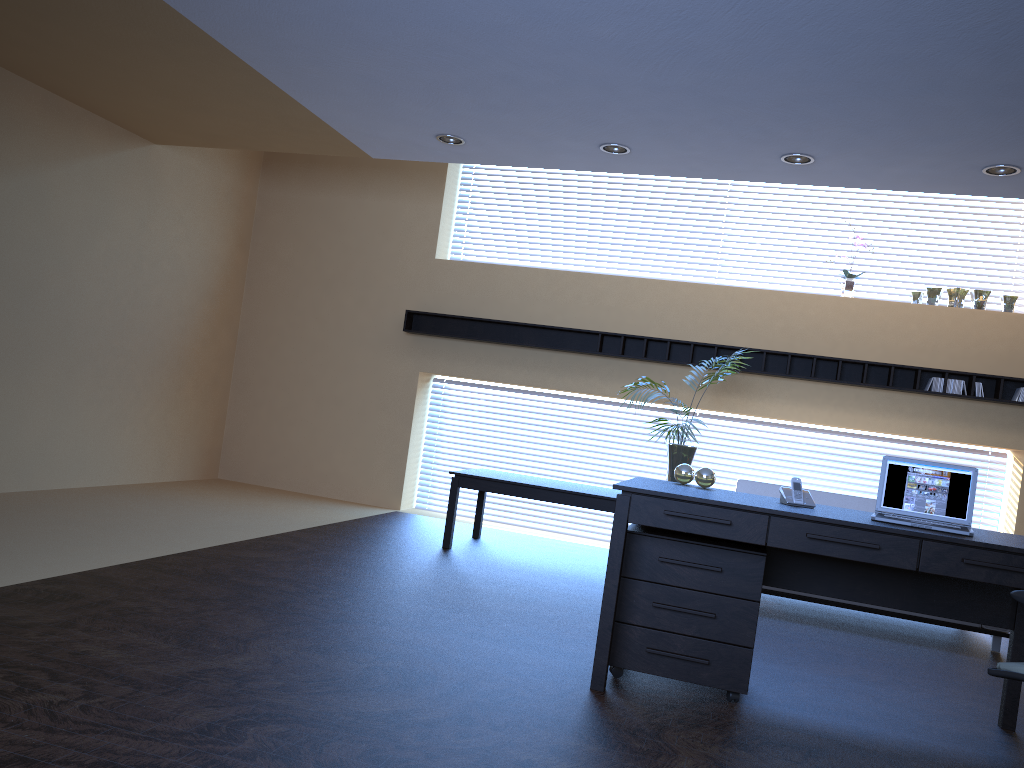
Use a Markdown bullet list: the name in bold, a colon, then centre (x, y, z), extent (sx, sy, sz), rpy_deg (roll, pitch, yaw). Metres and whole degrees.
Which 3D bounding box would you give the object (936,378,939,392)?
- **object**: centre (3.584, 0.011, 7.496), extent (0.009, 0.120, 0.142), rpy_deg (8, -1, 16)

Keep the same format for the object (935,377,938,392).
- **object**: centre (3.574, 0.009, 7.498), extent (0.009, 0.120, 0.142), rpy_deg (8, -1, 15)

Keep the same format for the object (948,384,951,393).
- **object**: centre (3.678, 0.023, 7.478), extent (0.009, 0.120, 0.142), rpy_deg (8, -1, 15)

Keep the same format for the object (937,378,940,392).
- **object**: centre (3.594, 0.012, 7.494), extent (0.006, 0.118, 0.140), rpy_deg (8, -1, 16)

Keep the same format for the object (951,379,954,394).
- **object**: centre (3.696, 0.025, 7.463), extent (0.009, 0.120, 0.142), rpy_deg (8, -1, 15)

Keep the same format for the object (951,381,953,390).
- **object**: centre (3.694, 0.025, 7.461), extent (0.009, 0.124, 0.142), rpy_deg (8, -1, 15)

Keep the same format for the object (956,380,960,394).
- **object**: centre (3.735, 0.030, 7.454), extent (0.009, 0.120, 0.142), rpy_deg (8, -1, 15)

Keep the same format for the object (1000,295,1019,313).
- **object**: centre (4.225, -0.671, 7.549), extent (0.124, 0.149, 0.118), rpy_deg (8, -1, 16)

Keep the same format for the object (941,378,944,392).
- **object**: centre (3.623, 0.016, 7.488), extent (0.006, 0.118, 0.140), rpy_deg (8, -1, 15)

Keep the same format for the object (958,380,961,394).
- **object**: centre (3.744, 0.031, 7.450), extent (0.009, 0.120, 0.142), rpy_deg (8, -1, 15)

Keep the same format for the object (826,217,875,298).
- **object**: centre (3.063, -1.099, 7.884), extent (0.437, 0.695, 0.351), rpy_deg (8, 0, -5)

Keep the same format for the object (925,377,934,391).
- **object**: centre (3.531, 0.005, 7.511), extent (0.040, 0.118, 0.142), rpy_deg (8, -1, 15)

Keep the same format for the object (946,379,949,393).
- **object**: centre (3.657, 0.020, 7.479), extent (0.009, 0.120, 0.142), rpy_deg (8, -1, 15)

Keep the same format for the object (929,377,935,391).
- **object**: centre (3.555, 0.007, 7.504), extent (0.009, 0.120, 0.142), rpy_deg (8, -1, 16)

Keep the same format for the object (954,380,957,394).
- **object**: centre (3.716, 0.028, 7.457), extent (0.006, 0.118, 0.140), rpy_deg (8, -1, 15)

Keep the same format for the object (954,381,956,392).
- **object**: centre (3.716, 0.028, 7.460), extent (0.009, 0.120, 0.142), rpy_deg (8, -1, 15)

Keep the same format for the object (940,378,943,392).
- **object**: centre (3.613, 0.015, 7.490), extent (0.006, 0.118, 0.140), rpy_deg (8, -1, 15)

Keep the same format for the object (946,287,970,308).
- **object**: centre (3.838, -0.734, 7.659), extent (0.144, 0.173, 0.137), rpy_deg (8, -1, -24)

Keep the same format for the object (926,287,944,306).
- **object**: centre (3.665, -0.749, 7.703), extent (0.132, 0.160, 0.126), rpy_deg (7, -1, 36)

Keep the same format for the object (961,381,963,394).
- **object**: centre (3.766, 0.034, 7.450), extent (0.006, 0.118, 0.140), rpy_deg (8, -1, 15)

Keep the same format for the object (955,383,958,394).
- **object**: centre (3.725, 0.029, 7.457), extent (0.009, 0.120, 0.142), rpy_deg (8, -1, 15)

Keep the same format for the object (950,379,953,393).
- **object**: centre (3.687, 0.024, 7.471), extent (0.006, 0.118, 0.140), rpy_deg (8, -1, 15)

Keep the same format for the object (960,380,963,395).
- **object**: centre (3.766, 0.035, 7.453), extent (0.009, 0.120, 0.142), rpy_deg (8, -1, 15)

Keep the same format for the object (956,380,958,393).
- **object**: centre (3.725, 0.029, 7.455), extent (0.006, 0.118, 0.140), rpy_deg (8, -1, 15)

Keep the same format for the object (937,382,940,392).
- **object**: centre (3.595, 0.012, 7.497), extent (0.009, 0.120, 0.142), rpy_deg (8, -1, 15)

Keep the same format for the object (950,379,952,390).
- **object**: centre (3.687, 0.024, 7.474), extent (0.009, 0.120, 0.142), rpy_deg (8, -1, 15)

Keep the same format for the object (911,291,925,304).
- **object**: centre (3.537, -0.743, 7.738), extent (0.094, 0.113, 0.089), rpy_deg (9, -1, -39)

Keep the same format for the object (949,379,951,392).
- **object**: centre (3.678, 0.023, 7.476), extent (0.006, 0.118, 0.140), rpy_deg (8, -1, 15)

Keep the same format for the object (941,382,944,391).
- **object**: centre (3.625, 0.016, 7.493), extent (0.009, 0.120, 0.142), rpy_deg (8, -1, 15)

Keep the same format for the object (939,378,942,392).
- **object**: centre (3.605, 0.014, 7.498), extent (0.009, 0.120, 0.142), rpy_deg (8, -1, 15)

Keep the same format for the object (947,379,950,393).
- **object**: centre (3.667, 0.021, 7.475), extent (0.009, 0.120, 0.142), rpy_deg (8, -1, 15)

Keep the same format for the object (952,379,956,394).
- **object**: centre (3.705, 0.026, 7.458), extent (0.009, 0.120, 0.142), rpy_deg (8, -1, 16)

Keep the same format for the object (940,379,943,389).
- **object**: centre (3.614, 0.015, 7.492), extent (0.009, 0.120, 0.142), rpy_deg (8, -1, 15)

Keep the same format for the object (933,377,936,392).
- **object**: centre (3.564, 0.008, 7.500), extent (0.009, 0.120, 0.142), rpy_deg (8, -1, 16)

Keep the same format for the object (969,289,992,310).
- **object**: centre (4.008, -0.712, 7.609), extent (0.144, 0.173, 0.137), rpy_deg (8, -1, 6)
